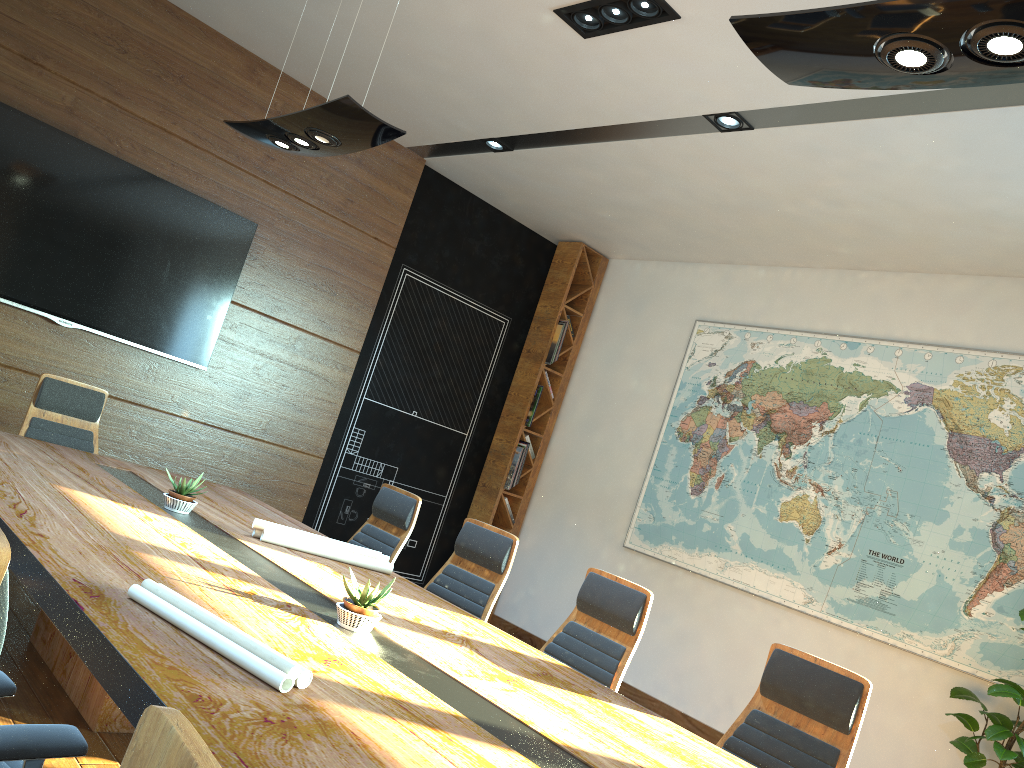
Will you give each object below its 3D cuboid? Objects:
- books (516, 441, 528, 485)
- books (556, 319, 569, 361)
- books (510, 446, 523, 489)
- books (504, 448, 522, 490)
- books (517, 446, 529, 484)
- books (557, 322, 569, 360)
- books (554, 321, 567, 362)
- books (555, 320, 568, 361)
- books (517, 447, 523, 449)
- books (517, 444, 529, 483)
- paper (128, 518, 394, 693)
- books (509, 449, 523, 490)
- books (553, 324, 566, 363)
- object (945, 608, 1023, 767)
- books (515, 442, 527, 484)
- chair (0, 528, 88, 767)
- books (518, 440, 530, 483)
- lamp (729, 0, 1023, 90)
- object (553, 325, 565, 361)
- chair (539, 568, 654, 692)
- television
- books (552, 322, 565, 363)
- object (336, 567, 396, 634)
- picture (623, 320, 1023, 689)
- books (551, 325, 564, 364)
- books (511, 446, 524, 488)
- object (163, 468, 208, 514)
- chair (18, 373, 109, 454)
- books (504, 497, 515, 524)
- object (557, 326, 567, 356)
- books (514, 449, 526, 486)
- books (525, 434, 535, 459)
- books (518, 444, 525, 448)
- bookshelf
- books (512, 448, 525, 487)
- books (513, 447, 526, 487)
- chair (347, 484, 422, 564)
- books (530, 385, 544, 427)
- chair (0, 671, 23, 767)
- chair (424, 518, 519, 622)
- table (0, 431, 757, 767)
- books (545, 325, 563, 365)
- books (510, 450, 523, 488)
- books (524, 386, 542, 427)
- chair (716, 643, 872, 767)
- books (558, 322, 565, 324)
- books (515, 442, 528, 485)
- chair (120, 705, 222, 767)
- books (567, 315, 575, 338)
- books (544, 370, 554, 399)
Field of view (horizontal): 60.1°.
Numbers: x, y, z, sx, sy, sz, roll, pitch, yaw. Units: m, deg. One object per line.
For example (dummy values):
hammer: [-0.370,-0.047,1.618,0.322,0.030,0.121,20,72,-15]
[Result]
books: [-2.796,-0.478,5.711,8.077,0.400,0.384,23,-7,-42]
books: [-2.417,-1.631,5.784,8.062,0.392,0.395,23,-7,-42]
books: [-2.820,-0.431,5.717,7.976,0.398,0.395,23,-7,-42]
books: [-2.825,-0.415,5.716,7.939,0.397,0.395,23,-7,-42]
books: [-2.797,-0.480,5.713,8.101,0.380,0.394,23,-7,-42]
books: [-2.414,-1.633,5.781,8.070,0.389,0.395,23,-7,-42]
books: [-2.421,-1.609,5.778,8.012,0.397,0.389,23,-7,-42]
books: [-2.420,-1.620,5.782,8.036,0.394,0.395,23,-7,-42]
books: [-2.821,-0.425,5.715,7.959,0.398,0.395,23,-7,-42]
books: [-2.799,-0.480,5.715,8.093,0.387,0.388,23,-7,-42]
paper: [-0.788,0.640,3.010,0.628,0.083,2.248,18,-6,-1]
books: [-2.819,-0.417,5.710,7.947,0.395,0.395,23,-7,-42]
books: [-2.425,-1.597,5.778,8.002,0.380,0.394,23,-7,-42]
object: [2.826,1.962,4.771,1.050,1.790,0.728,15,-5,40]
books: [-2.801,-0.465,5.711,8.046,0.402,0.389,23,-7,-42]
chair: [-0.700,0.796,1.399,0.702,1.125,0.702,22,-5,-41]
books: [-2.793,-0.492,5.713,8.111,0.396,0.389,23,-7,-42]
lamp: [1.175,-1.241,1.810,0.343,1.196,1.190,21,-5,-41]
object: [-2.430,-1.601,5.785,7.992,0.395,0.395,23,-7,-42]
chair: [0.080,1.294,3.688,0.702,1.125,0.702,22,-5,-39]
television: [-2.800,-0.941,5.914,2.048,1.177,0.074,23,-5,-42]
books: [-2.431,-1.599,5.785,7.983,0.398,0.395,23,-7,-42]
object: [-0.466,0.669,2.765,0.153,0.187,0.178,19,-4,-2]
picture: [2.327,0.642,6.437,0.030,2.058,3.216,21,-6,-41]
books: [-2.433,-1.580,5.779,7.964,0.382,0.398,23,-7,-42]
books: [-2.817,-0.434,5.715,7.984,0.395,0.395,23,-7,-42]
object: [-1.437,0.462,3.865,0.176,0.187,0.154,15,-5,36]
chair: [-2.511,0.565,4.954,0.692,1.125,0.712,15,-5,44]
books: [-2.936,-0.051,5.684,8.497,0.220,0.232,23,-7,-42]
object: [-2.422,-1.626,5.786,8.053,0.389,0.395,23,-7,-42]
books: [-2.810,-0.451,5.714,8.037,0.382,0.398,23,-7,-42]
books: [-2.728,-0.643,5.707,8.495,0.208,0.175,23,-6,-42]
books: [-2.813,-0.449,5.717,8.021,0.396,0.396,23,-7,-42]
bookshelf: [-2.722,-0.781,5.757,8.702,3.680,0.317,23,-5,-42]
books: [-2.812,-0.440,5.712,8.012,0.382,0.397,23,-7,-42]
books: [-2.808,-0.450,5.713,8.029,0.388,0.396,23,-7,-42]
chair: [-1.032,1.054,4.934,0.702,1.125,0.702,22,-5,-41]
books: [-2.626,-1.001,5.746,7.952,0.394,0.395,23,-7,-42]
chair: [-1.338,0.643,1.965,0.702,1.125,0.702,15,-5,40]
chair: [-0.478,1.172,4.295,0.702,1.125,0.702,15,-5,44]
table: [-0.611,1.133,2.734,1.800,0.795,5.511,23,-7,-41]
books: [-2.435,-1.570,5.778,7.933,0.389,0.396,23,-7,-42]
books: [-2.822,-0.426,5.716,7.967,0.395,0.395,23,-7,-42]
books: [-2.633,-0.994,5.750,7.938,0.389,0.395,23,-7,-42]
chair: [0.726,1.432,2.963,0.702,1.125,0.702,22,-5,-41]
books: [-2.431,-1.592,5.783,7.973,0.395,0.395,23,-7,-42]
books: [-2.800,-0.471,5.712,8.068,0.396,0.385,23,-7,-42]
chair: [-0.134,0.916,0.757,0.701,1.125,0.703,21,-5,-34]
books: [-2.728,-0.632,5.702,8.490,2.640,0.160,23,-6,-42]
books: [-2.562,-1.233,5.774,8.490,0.230,0.237,23,-7,-42]
